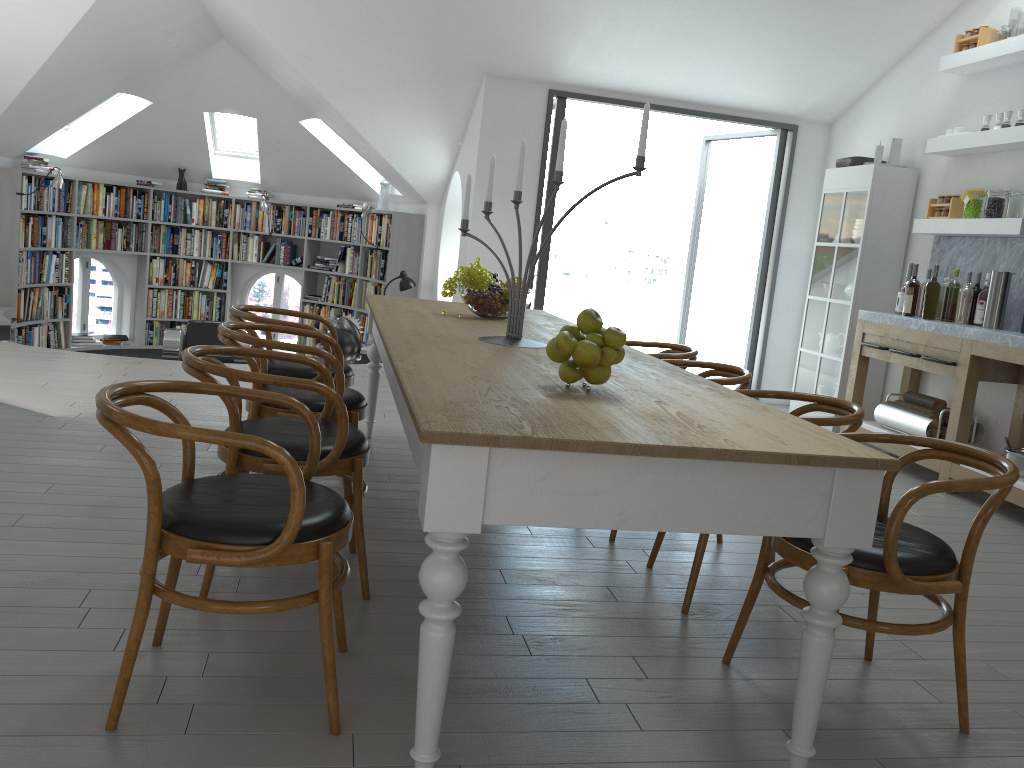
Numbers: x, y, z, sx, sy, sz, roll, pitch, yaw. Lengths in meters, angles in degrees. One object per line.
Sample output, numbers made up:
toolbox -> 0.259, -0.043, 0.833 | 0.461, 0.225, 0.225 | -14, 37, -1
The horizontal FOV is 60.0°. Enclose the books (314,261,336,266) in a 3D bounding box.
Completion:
books -> -2.238, -1.482, 10.907 | 0.286, 0.031, 0.269 | 13, 11, 37

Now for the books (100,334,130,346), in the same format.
books -> -4.703, -0.523, 10.516 | 0.318, 0.099, 0.293 | 5, 9, -10

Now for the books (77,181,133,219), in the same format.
books -> -4.705, -2.097, 10.077 | 0.269, 0.371, 0.794 | 11, 10, 31

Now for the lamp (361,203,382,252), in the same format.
lamp -> -1.552, -1.740, 9.873 | 0.275, 0.523, 0.113 | 3, 8, -21

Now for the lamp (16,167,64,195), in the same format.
lamp -> -4.680, -2.015, 8.813 | 0.413, 0.311, 0.117 | 4, 8, -15

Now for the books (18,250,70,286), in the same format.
books -> -5.030, -1.232, 9.314 | 0.260, 0.358, 1.023 | 7, 9, 5

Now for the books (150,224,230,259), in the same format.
books -> -3.946, -1.745, 10.860 | 1.027, 0.358, 0.302 | 2, 9, -26

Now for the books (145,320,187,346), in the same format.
books -> -4.050, -0.627, 10.963 | 1.018, 0.305, 0.289 | 2, 9, -27

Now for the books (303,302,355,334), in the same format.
books -> -2.181, -0.782, 10.855 | 0.874, 0.349, 0.272 | 11, 9, 29

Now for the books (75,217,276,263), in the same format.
books -> -4.045, -1.709, 10.605 | 2.528, 0.369, 0.593 | 1, 10, -31

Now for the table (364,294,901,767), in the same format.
table -> -0.036, 0.223, 3.442 | 1.018, 0.796, 3.364 | 4, 9, -12

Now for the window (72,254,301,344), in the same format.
window -> -4.060, -1.009, 10.999 | 3.229, 1.146, 0.620 | 2, 9, -26

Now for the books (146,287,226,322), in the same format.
books -> -3.998, -0.984, 10.928 | 1.031, 0.356, 0.294 | 2, 9, -27

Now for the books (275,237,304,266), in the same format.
books -> -2.702, -1.629, 10.989 | 0.399, 0.339, 0.225 | 7, 8, 8

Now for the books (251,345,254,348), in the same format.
books -> -3.340, -0.486, 11.216 | 0.268, 0.029, 0.254 | 3, 10, -21

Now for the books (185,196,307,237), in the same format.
books -> -3.238, -2.074, 10.928 | 1.565, 0.365, 0.395 | 5, 8, -6

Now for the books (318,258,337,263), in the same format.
books -> -2.235, -1.512, 10.903 | 0.227, 0.036, 0.214 | 13, 11, 37

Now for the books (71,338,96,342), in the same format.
books -> -4.996, -0.525, 10.279 | 0.269, 0.031, 0.287 | 0, 11, -35

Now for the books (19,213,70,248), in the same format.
books -> -5.030, -1.611, 9.294 | 0.303, 0.346, 1.092 | 7, 9, 3

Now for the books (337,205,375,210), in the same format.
books -> -1.873, -2.115, 10.652 | 0.337, 0.036, 0.317 | 14, 12, 40

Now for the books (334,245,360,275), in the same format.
books -> -1.853, -1.485, 10.629 | 0.554, 0.349, 0.256 | 12, 10, 34

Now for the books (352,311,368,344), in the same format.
books -> -1.524, -0.602, 10.183 | 0.303, 0.357, 1.189 | 1, 10, -31

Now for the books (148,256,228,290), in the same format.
books -> -3.968, -1.364, 10.871 | 0.997, 0.350, 0.299 | 1, 9, -28

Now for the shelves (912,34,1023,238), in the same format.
shelves -> 3.724, -1.006, 3.431 | 0.479, 1.356, 5.575 | 4, 9, -17

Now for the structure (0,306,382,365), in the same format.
structure -> -3.167, -0.242, 8.982 | 4.721, 0.690, 4.716 | 12, 11, 33

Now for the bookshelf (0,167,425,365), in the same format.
bookshelf -> -3.349, -1.237, 10.222 | 4.330, 1.873, 2.118 | 4, 8, -12

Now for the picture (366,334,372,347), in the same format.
picture -> -1.565, -0.292, 9.848 | 0.090, 0.860, 0.581 | 3, 8, -22

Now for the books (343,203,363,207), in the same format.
books -> -1.870, -2.142, 10.648 | 0.233, 0.027, 0.248 | -1, 12, -39

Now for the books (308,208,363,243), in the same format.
books -> -2.042, -1.910, 10.702 | 0.971, 0.366, 0.306 | 12, 10, 31

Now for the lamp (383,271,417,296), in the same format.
lamp -> -1.162, -0.837, 9.112 | 0.322, 0.658, 0.234 | 7, 8, 3

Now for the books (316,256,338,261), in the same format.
books -> -2.231, -1.543, 10.899 | 0.269, 0.031, 0.287 | 1, 11, -32

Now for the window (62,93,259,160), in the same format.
window -> -3.161, -2.978, 9.998 | 4.053, 0.710, 1.941 | 4, 9, -12

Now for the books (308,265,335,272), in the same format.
books -> -2.245, -1.419, 10.915 | 0.389, 0.042, 0.366 | 11, 10, 28

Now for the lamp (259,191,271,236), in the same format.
lamp -> -2.970, -2.046, 10.709 | 0.113, 0.564, 0.359 | 6, 8, -5

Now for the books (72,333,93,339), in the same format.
books -> -4.993, -0.556, 10.275 | 0.213, 0.036, 0.227 | 0, 11, -35

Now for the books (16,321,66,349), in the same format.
books -> -5.138, -0.512, 9.472 | 0.283, 0.318, 0.921 | 7, 9, 6

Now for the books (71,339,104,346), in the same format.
books -> -5.000, -0.492, 10.283 | 0.366, 0.042, 0.389 | -3, 13, -45

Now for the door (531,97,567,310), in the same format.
door -> 0.180, -1.248, 7.801 | 0.080, 2.338, 1.056 | 5, 8, -12

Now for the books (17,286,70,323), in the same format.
books -> -5.102, -0.648, 9.124 | 0.390, 0.693, 1.647 | 6, 9, -2

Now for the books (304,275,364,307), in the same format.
books -> -2.073, -1.142, 10.754 | 0.976, 0.351, 0.252 | 11, 9, 30

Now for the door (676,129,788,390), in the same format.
door -> 1.963, -1.111, 8.150 | 0.080, 2.338, 1.056 | 2, 8, -27

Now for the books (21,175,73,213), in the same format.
books -> -4.977, -1.987, 9.227 | 0.300, 0.360, 1.036 | 7, 9, 4

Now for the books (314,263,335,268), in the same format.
books -> -2.241, -1.451, 10.911 | 0.286, 0.031, 0.270 | 10, 10, 23

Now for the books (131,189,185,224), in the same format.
books -> -4.256, -2.119, 10.590 | 0.682, 0.345, 0.266 | 0, 10, -35

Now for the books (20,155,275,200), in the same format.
books -> -4.169, -2.373, 10.270 | 2.815, 0.173, 0.750 | -2, 12, -41

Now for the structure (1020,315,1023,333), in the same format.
structure -> 3.372, -1.104, 4.496 | 0.780, 1.877, 1.080 | 5, 8, -12

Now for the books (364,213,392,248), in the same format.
books -> -1.370, -1.723, 9.996 | 0.292, 0.361, 1.018 | 2, 10, -29
